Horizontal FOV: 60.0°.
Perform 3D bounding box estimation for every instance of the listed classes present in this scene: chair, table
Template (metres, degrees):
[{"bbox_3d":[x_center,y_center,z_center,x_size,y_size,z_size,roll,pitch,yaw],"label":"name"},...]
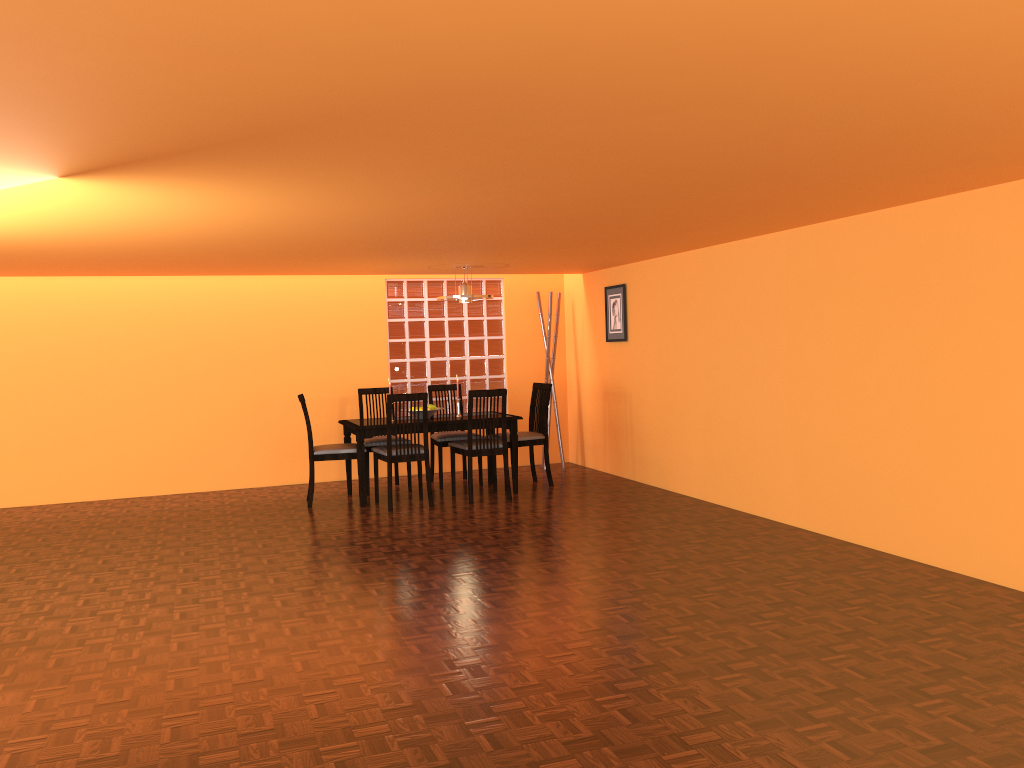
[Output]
[{"bbox_3d":[-0.480,0.413,7.187,0.373,0.809,0.465,-3,3,-19],"label":"chair"},{"bbox_3d":[-1.313,0.471,6.486,0.465,0.809,0.373,-3,3,-14],"label":"chair"},{"bbox_3d":[-0.226,0.435,6.464,0.373,0.809,0.465,-3,3,-19],"label":"chair"},{"bbox_3d":[-0.770,0.462,6.273,0.373,0.809,0.465,-3,3,-19],"label":"chair"},{"bbox_3d":[-1.024,0.439,6.996,0.373,0.809,0.465,-3,3,-19],"label":"chair"},{"bbox_3d":[-0.617,0.551,6.704,1.259,0.584,0.697,-3,3,-19],"label":"table"},{"bbox_3d":[0.069,0.404,6.963,0.465,0.809,0.373,-3,3,-24],"label":"chair"}]

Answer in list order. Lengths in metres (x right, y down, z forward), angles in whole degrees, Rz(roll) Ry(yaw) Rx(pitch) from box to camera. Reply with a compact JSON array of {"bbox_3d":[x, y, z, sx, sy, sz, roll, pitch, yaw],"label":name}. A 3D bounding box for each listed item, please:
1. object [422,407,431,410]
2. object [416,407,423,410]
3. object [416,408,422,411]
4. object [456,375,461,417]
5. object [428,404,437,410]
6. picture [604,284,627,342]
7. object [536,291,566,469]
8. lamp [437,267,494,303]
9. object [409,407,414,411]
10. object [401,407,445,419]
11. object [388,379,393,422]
[{"bbox_3d":[-0.634,0.204,6.641,0.066,0.070,0.055,-4,3,-38],"label":"object"},{"bbox_3d":[-0.707,0.210,6.708,0.087,0.076,0.089,-2,3,-13],"label":"object"},{"bbox_3d":[-0.690,0.205,6.613,0.055,0.046,0.046,0,3,34],"label":"object"},{"bbox_3d":[-0.412,0.085,6.779,0.044,0.326,0.044,-3,3,-31],"label":"object"},{"bbox_3d":[-0.605,0.186,6.714,0.069,0.066,0.069,-2,2,-10],"label":"object"},{"bbox_3d":[0.839,-0.570,7.187,0.014,0.456,0.361,-3,3,-19],"label":"picture"},{"bbox_3d":[0.350,-0.032,7.894,0.226,1.589,0.308,-2,2,3],"label":"object"},{"bbox_3d":[-0.359,-0.755,6.755,0.435,0.274,0.435,-2,2,3],"label":"lamp"},{"bbox_3d":[-0.740,0.195,6.619,0.055,0.046,0.046,-4,3,-36],"label":"object"},{"bbox_3d":[-0.671,0.225,6.689,0.337,0.072,0.337,0,3,37],"label":"object"},{"bbox_3d":[-0.895,0.113,6.520,0.044,0.326,0.044,-3,3,-31],"label":"object"}]
